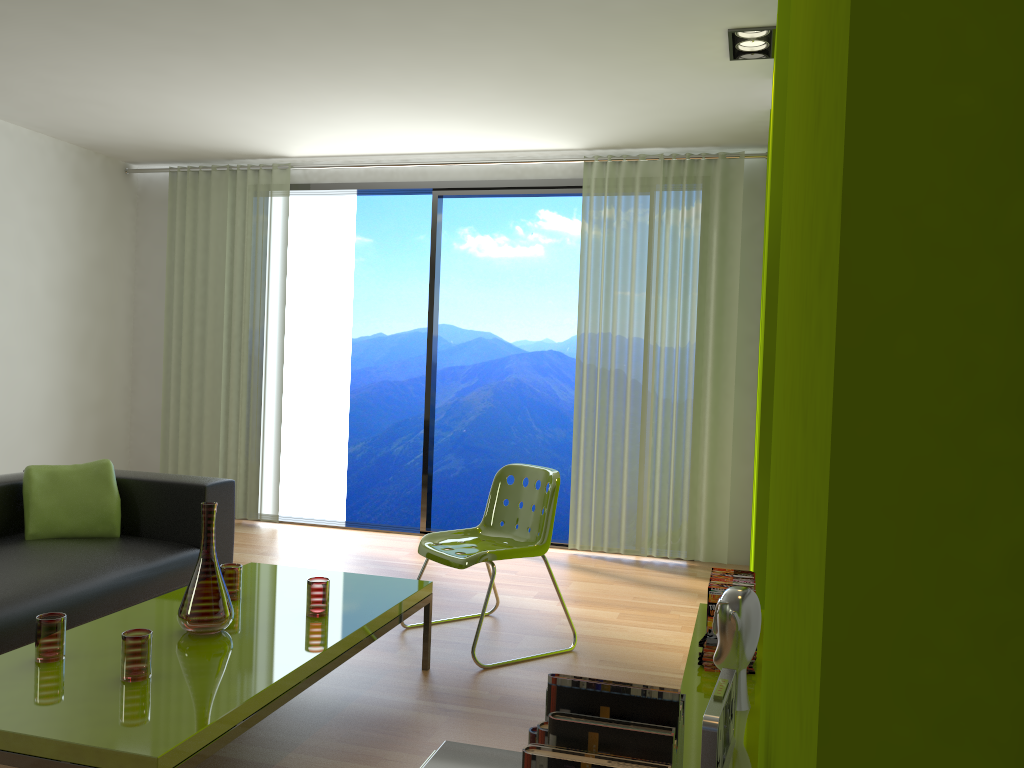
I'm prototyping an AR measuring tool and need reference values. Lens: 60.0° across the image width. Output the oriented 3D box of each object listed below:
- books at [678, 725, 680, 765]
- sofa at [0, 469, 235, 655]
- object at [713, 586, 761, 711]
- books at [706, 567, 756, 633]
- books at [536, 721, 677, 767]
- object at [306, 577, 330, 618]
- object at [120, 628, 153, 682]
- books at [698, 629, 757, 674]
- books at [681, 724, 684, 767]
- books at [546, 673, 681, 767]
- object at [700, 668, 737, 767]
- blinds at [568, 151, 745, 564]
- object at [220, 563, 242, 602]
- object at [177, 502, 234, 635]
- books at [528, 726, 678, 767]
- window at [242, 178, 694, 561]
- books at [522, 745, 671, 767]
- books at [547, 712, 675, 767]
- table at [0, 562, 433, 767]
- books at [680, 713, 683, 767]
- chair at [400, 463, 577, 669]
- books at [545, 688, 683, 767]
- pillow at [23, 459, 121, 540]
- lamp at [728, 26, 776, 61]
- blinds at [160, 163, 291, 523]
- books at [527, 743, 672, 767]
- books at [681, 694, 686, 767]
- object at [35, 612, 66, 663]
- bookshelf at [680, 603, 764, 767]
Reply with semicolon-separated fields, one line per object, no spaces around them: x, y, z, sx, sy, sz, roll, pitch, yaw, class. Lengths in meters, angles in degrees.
0.123;0.511;1.103;0.161;0.201;0.013;2;1;15;books
-2.127;0.748;3.139;1.061;0.639;2.583;2;1;15;sofa
0.564;0.661;2.218;0.107;0.305;0.107;2;1;-19;object
0.725;0.726;2.929;0.147;0.150;0.370;2;1;15;books
0.105;0.511;1.042;0.163;0.201;0.032;2;1;15;books
-0.653;0.718;2.983;0.075;0.122;0.076;1;1;-40;object
-0.991;0.716;2.339;0.076;0.122;0.075;2;1;-19;object
0.617;0.762;2.535;0.164;0.078;0.172;2;1;14;books
0.140;0.526;1.171;0.163;0.171;0.017;2;1;15;books
0.119;0.489;1.089;0.163;0.246;0.017;2;1;15;books
0.436;0.725;1.865;0.047;0.176;0.340;3;1;20;object
0.911;-0.179;5.670;1.012;2.568;0.067;2;1;15;blinds
-0.994;0.702;3.133;0.075;0.122;0.076;1;1;-40;object
-0.947;0.570;2.756;0.168;0.400;0.168;2;1;1;object
0.104;0.520;1.071;0.180;0.183;0.025;2;1;15;books
-0.357;-0.156;6.244;3.336;2.498;0.219;2;1;15;window
0.087;0.512;0.973;0.163;0.201;0.025;2;1;15;books
0.108;0.499;1.012;0.144;0.227;0.025;2;1;15;books
-0.927;0.943;2.799;0.810;0.349;1.682;2;1;15;table
0.140;0.516;1.149;0.151;0.191;0.025;2;1;15;books
-0.099;0.749;3.903;0.546;0.759;0.640;1;1;-36;chair
0.124;0.504;1.126;0.172;0.215;0.030;2;1;15;books
-1.983;0.527;4.000;0.399;0.362;0.269;2;1;-26;pillow
1.033;-1.520;3.811;0.192;0.131;0.352;2;1;15;lamp
-2.099;-0.310;6.482;1.012;2.568;0.067;2;1;15;blinds
0.092;0.514;0.994;0.163;0.196;0.018;2;1;15;books
0.146;0.510;1.191;0.163;0.201;0.025;2;1;15;books
-1.278;0.703;2.456;0.075;0.122;0.076;1;1;-40;object
0.606;0.992;2.378;0.306;0.378;1.630;2;1;15;bookshelf
